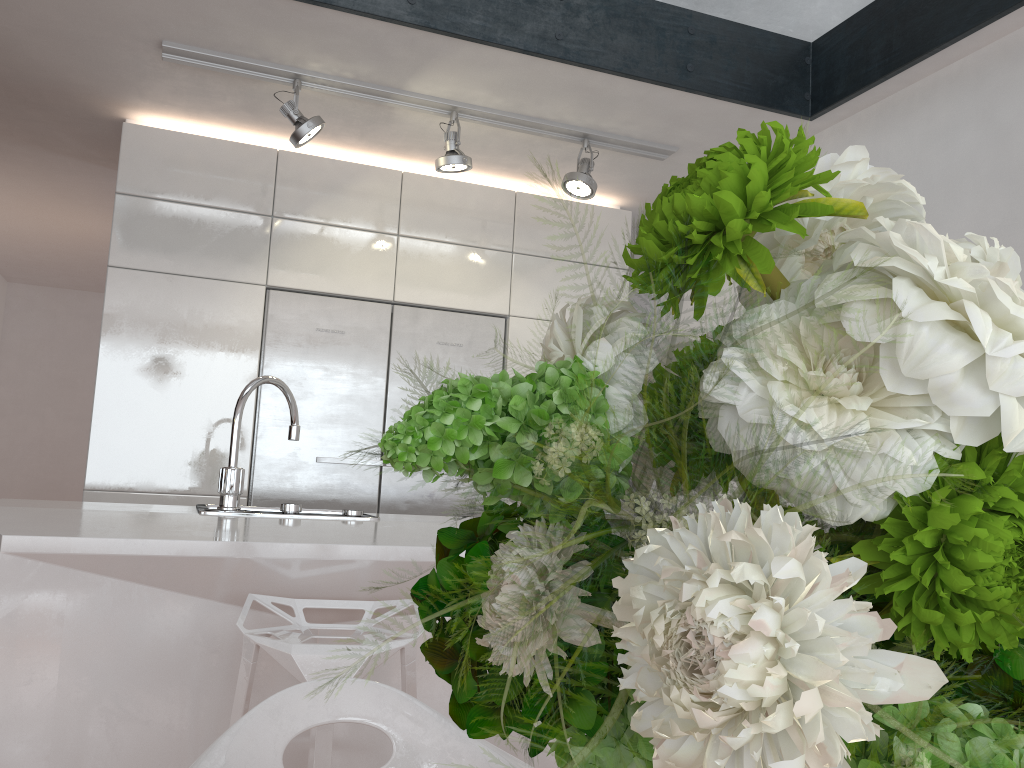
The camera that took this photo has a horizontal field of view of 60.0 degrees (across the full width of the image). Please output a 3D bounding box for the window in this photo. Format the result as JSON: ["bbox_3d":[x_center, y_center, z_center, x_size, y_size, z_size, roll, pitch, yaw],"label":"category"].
[{"bbox_3d":[0.188,-1.510,2.328,2.700,0.035,1.546,5,-7,-20],"label":"window"}]

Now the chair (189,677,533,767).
[{"bbox_3d":[-0.171,0.792,1.124,0.577,0.710,0.505,7,-7,-30],"label":"chair"}]

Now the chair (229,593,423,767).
[{"bbox_3d":[-0.376,0.824,1.732,0.492,0.765,0.428,4,-6,-10],"label":"chair"}]

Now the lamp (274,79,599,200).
[{"bbox_3d":[-0.263,-0.953,3.492,1.324,0.254,0.154,5,-7,-20],"label":"lamp"}]

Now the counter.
[{"bbox_3d":[-0.281,0.845,2.495,2.289,0.903,0.956,5,-7,-20],"label":"counter"}]

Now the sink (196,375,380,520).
[{"bbox_3d":[-0.675,0.271,2.666,0.492,0.570,0.459,5,-7,-20],"label":"sink"}]

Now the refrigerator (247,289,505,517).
[{"bbox_3d":[-0.596,0.529,3.968,1.119,1.811,0.142,5,-7,-20],"label":"refrigerator"}]

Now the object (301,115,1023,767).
[{"bbox_3d":[0.109,0.107,0.404,0.371,0.476,0.432,1,-7,21],"label":"object"}]

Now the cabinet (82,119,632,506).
[{"bbox_3d":[-0.737,0.229,4.431,2.404,2.506,0.946,5,-7,-20],"label":"cabinet"}]
